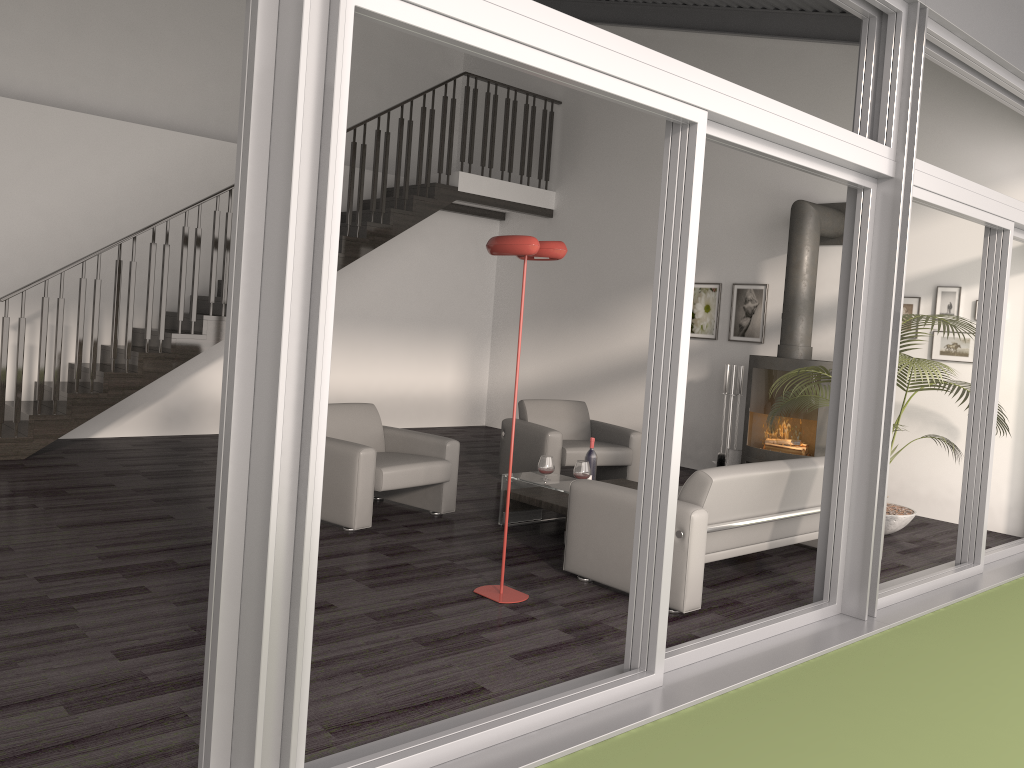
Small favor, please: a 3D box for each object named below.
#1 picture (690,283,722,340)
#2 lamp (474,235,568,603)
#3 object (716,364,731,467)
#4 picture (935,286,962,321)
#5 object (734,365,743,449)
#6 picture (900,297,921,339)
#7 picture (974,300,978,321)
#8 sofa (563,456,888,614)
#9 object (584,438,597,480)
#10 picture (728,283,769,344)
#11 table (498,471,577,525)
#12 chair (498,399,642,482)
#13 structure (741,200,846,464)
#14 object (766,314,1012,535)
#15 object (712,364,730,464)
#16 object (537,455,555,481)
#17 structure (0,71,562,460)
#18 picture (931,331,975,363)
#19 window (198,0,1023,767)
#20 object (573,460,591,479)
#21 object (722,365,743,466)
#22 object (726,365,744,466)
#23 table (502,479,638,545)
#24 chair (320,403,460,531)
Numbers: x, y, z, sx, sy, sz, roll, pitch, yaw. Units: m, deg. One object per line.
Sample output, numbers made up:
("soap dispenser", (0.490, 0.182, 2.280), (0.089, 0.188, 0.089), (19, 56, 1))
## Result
("picture", (1.966, -0.752, 9.120), (0.026, 0.577, 0.395), (3, 3, -42))
("lamp", (0.010, 0.168, 4.429), (0.353, 1.786, 0.365), (3, 2, -42))
("object", (1.999, 0.327, 8.340), (0.078, 1.019, 0.167), (4, 2, 9))
("picture", (3.600, -0.665, 7.319), (0.015, 0.280, 0.191), (3, 3, -42))
("object", (2.184, 0.346, 8.473), (0.113, 1.047, 0.041), (4, 2, 3))
("picture", (3.343, -0.572, 7.597), (0.015, 0.352, 0.289), (3, 3, -42))
("picture", (3.818, -0.585, 7.075), (0.015, 0.166, 0.222), (3, 3, -42))
("sofa", (1.331, 0.746, 5.293), (2.113, 0.716, 0.904), (1, 5, -42))
("object", (0.542, 0.555, 6.117), (0.093, 0.370, 0.093), (2, 3, -43))
("picture", (2.324, -0.698, 8.723), (0.026, 0.577, 0.395), (3, 3, -42))
("table", (0.294, 0.812, 5.857), (0.400, 0.341, 0.682), (1, 4, -42))
("chair", (0.514, 0.530, 7.568), (0.962, 0.716, 0.912), (3, 3, -27))
("structure", (2.743, -0.320, 8.009), (1.115, 2.671, 0.820), (2, 3, -42))
("object", (2.625, 0.270, 6.681), (1.722, 1.664, 2.118), (7, 4, 42))
("object", (2.012, 0.298, 8.501), (0.116, 0.982, 0.042), (5, 2, 23))
("object", (0.226, 0.556, 5.878), (0.115, 0.155, 0.116), (2, 3, -34))
("structure", (-1.926, -1.464, 9.344), (6.338, 4.089, 1.002), (1, 3, -42))
("picture", (3.631, -0.306, 7.267), (0.015, 0.244, 0.360), (3, 3, -42))
("window", (0.655, -0.552, 3.368), (9.739, 3.467, 0.386), (1, 4, -42))
("object", (0.456, 0.580, 5.777), (0.116, 0.155, 0.116), (6, 3, 38))
("object", (2.077, 0.378, 8.441), (0.400, 1.124, 0.401), (4, 2, 7))
("object", (2.138, 0.351, 8.383), (0.145, 1.051, 0.075), (4, 2, 9))
("table", (0.587, 0.869, 6.127), (1.199, 0.250, 0.601), (1, 5, -42))
("chair", (-0.954, 0.529, 6.030), (0.912, 0.716, 0.963), (7, 4, 38))
